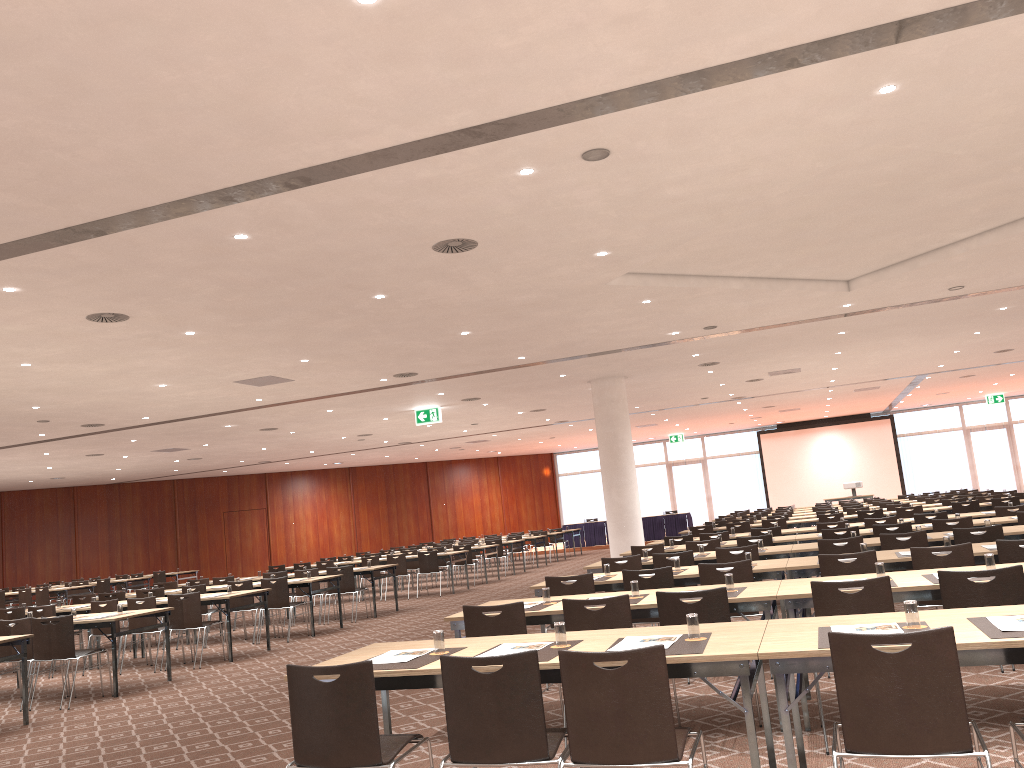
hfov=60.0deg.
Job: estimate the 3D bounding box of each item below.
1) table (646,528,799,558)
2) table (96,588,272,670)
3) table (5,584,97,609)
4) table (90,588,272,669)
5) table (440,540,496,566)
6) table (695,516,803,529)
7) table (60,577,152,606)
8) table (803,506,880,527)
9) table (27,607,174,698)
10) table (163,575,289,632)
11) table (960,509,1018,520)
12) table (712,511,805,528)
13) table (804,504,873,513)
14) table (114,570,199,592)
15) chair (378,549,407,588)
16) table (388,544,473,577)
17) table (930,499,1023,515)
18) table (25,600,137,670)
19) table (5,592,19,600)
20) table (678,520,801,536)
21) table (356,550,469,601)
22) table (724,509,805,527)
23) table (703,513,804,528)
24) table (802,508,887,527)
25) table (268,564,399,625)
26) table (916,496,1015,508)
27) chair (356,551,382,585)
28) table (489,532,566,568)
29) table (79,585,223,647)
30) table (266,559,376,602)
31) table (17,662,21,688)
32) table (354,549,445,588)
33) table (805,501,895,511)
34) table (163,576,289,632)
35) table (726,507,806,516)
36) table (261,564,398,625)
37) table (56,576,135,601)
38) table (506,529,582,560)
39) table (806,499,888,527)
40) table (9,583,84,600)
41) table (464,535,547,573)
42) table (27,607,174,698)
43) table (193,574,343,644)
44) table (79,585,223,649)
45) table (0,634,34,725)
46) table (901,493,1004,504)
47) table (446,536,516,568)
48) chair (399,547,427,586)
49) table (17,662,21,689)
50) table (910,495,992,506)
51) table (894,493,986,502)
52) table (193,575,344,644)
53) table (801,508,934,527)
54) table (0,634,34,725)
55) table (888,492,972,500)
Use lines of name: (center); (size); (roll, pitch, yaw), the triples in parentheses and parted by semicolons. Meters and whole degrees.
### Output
table: (3.345, 2.794, 13.833); (2.268, 0.832, 0.954); (-9, -9, 18)
table: (-4.527, 3.368, 12.203); (2.268, 0.832, 0.954); (-9, -9, 18)
table: (-11.744, 5.619, 22.396); (2.268, 0.832, 0.954); (-9, -9, 18)
table: (-4.527, 3.368, 12.203); (2.268, 0.832, 0.954); (-9, -9, 18)
table: (-1.700, 5.333, 27.505); (2.268, 0.832, 0.954); (-9, -9, 18)
table: (5.106, 3.376, 19.016); (2.268, 0.832, 0.954); (-9, -9, 18)
table: (-11.103, 5.831, 24.281); (2.268, 0.832, 0.954); (-9, -9, 18)
table: (7.885, 3.264, 20.206); (2.268, 0.832, 0.954); (-9, -9, 18)
table: (-5.167, 3.157, 10.318); (2.268, 0.832, 0.954); (-9, -9, 18)
table: (-5.383, 4.116, 16.667); (2.268, 0.832, 0.954); (-9, -9, 18)
table: (7.621, 2.146, 12.444); (2.268, 0.832, 0.954); (-9, -9, 18)
table: (6.388, 3.800, 22.786); (2.268, 0.832, 0.954); (-9, -9, 18)
table: (8.526, 3.476, 22.091); (2.268, 0.832, 0.954); (-9, -9, 18)
table: (-10.463, 6.043, 26.165); (2.268, 0.832, 0.954); (-9, -9, 18)
chair: (-3.154, 4.790, 23.171); (0.536, 0.938, 0.614); (-9, -8, 20)
table: (-2.340, 5.121, 25.620); (2.268, 0.832, 0.954); (-9, -9, 18)
table: (8.742, 2.517, 15.742); (2.268, 0.832, 0.954); (-9, -9, 18)
table: (-6.664, 3.692, 12.898); (2.268, 0.832, 0.954); (-9, -9, 18)
table: (-13.882, 5.943, 23.090); (2.268, 0.832, 0.954); (-9, -9, 18)
table: (4.466, 3.164, 17.131); (2.268, 0.832, 0.954); (-9, -9, 18)
table: (-2.124, 4.162, 19.271); (2.268, 0.832, 0.954); (-9, -9, 18)
table: (7.028, 4.011, 24.670); (2.268, 0.832, 0.954); (-9, -9, 18)
table: (5.747, 3.588, 20.901); (2.268, 0.832, 0.954); (-9, -9, 18)
table: (7.244, 3.052, 18.322); (2.268, 0.832, 0.954); (-9, -9, 18)
table: (-3.245, 3.792, 15.973); (2.268, 0.832, 0.954); (-9, -9, 18)
table: (9.382, 2.729, 17.627); (2.268, 0.832, 0.954); (-9, -9, 18)
chair: (-3.819, 4.900, 23.449); (0.536, 0.938, 0.614); (-9, -8, 19)
table: (0.438, 5.009, 26.811); (2.268, 0.832, 0.954); (-9, -9, 18)
table: (-6.024, 3.904, 14.782); (2.268, 0.832, 0.954); (-9, -9, 18)
table: (-4.262, 4.486, 19.966); (2.268, 0.832, 0.954); (-9, -9, 18)
table: (-7.305, 3.480, 11.013); (2.268, 0.832, 0.954); (-9, -9, 18)
table: (-2.981, 4.910, 23.735); (2.268, 0.832, 0.954); (-9, -9, 18)
table: (9.166, 3.687, 23.976); (2.268, 0.832, 0.954); (-9, -9, 18)
table: (-5.383, 4.116, 16.667); (2.268, 0.832, 0.954); (-9, -9, 18)
table: (7.669, 4.223, 26.555); (2.268, 0.832, 0.954); (-9, -9, 18)
table: (-3.245, 3.792, 15.973); (2.268, 0.832, 0.954); (-9, -9, 18)
table: (-12.601, 6.366, 26.860); (2.268, 0.832, 0.954); (-9, -9, 18)
table: (1.079, 5.221, 28.696); (2.268, 0.832, 0.954); (-9, -9, 18)
table: (9.807, 3.899, 25.861); (2.268, 0.832, 0.954); (-9, -9, 18)
table: (-13.241, 6.155, 24.975); (2.268, 0.832, 0.954); (-9, -9, 18)
table: (-0.202, 4.797, 24.926); (2.268, 0.832, 0.954); (-9, -9, 18)
table: (-5.167, 3.157, 10.318); (2.268, 0.832, 0.954); (-9, -9, 18)
table: (-3.886, 3.580, 14.088); (2.268, 0.832, 0.954); (-9, -9, 18)
table: (-6.024, 3.904, 14.782); (2.268, 0.832, 0.954); (-9, -9, 18)
table: (-5.808, 2.945, 8.433); (2.268, 0.832, 0.954); (-9, -9, 18)
table: (10.663, 3.152, 21.397); (2.268, 0.832, 0.954); (-9, -9, 18)
table: (-1.059, 5.545, 29.390); (2.268, 0.832, 0.954); (-9, -9, 18)
chair: (-2.587, 4.692, 22.902); (0.536, 0.938, 0.614); (-8, -8, 15)
table: (-7.305, 3.480, 11.013); (2.268, 0.832, 0.954); (-9, -9, 18)
table: (10.023, 2.940, 19.512); (2.268, 0.832, 0.954); (-9, -9, 18)
table: (11.304, 3.364, 23.282); (2.268, 0.832, 0.954); (-9, -9, 18)
table: (-3.886, 3.580, 14.088); (2.268, 0.832, 0.954); (-9, -9, 18)
table: (6.604, 2.841, 16.437); (2.268, 0.832, 0.954); (-9, -9, 18)
table: (-5.808, 2.945, 8.433); (2.268, 0.832, 0.954); (-9, -9, 18)
table: (11.945, 3.575, 25.167); (2.268, 0.832, 0.954); (-9, -9, 18)
